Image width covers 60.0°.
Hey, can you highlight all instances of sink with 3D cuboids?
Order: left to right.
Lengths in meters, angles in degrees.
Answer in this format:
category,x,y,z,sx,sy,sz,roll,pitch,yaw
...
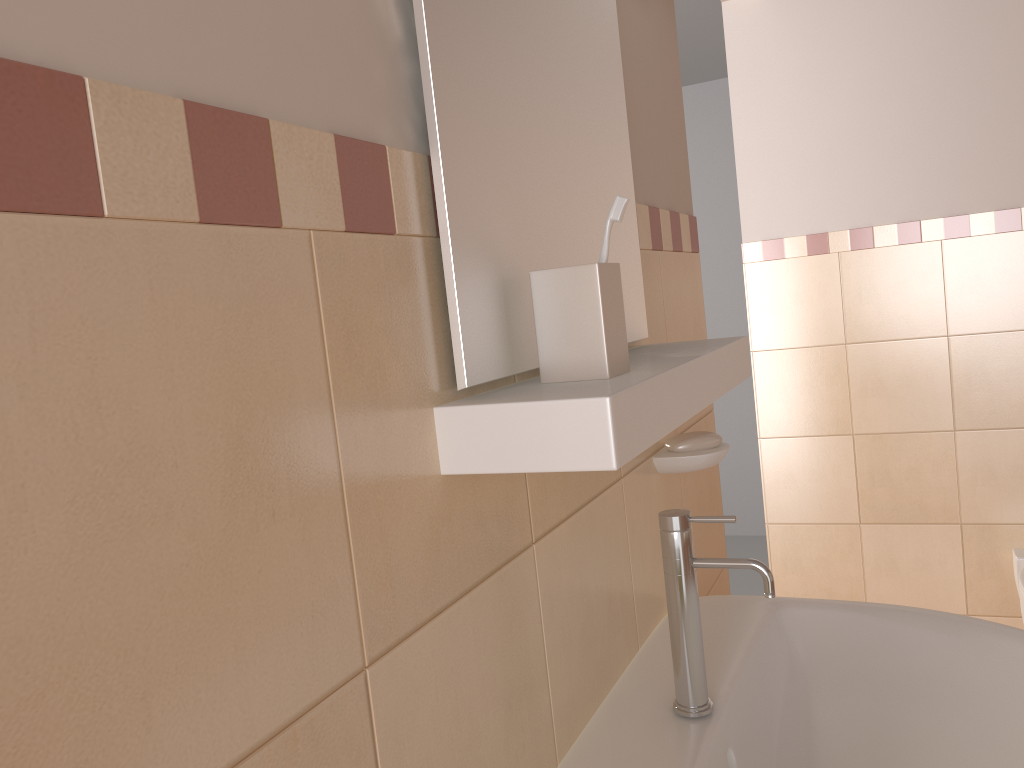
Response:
category,x,y,z,sx,sy,sz,roll,pitch,yaw
sink,0.339,0.369,0.812,0.539,0.516,0.683,-4,5,24

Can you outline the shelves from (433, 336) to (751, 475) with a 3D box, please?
category,x,y,z,sx,sy,sz,roll,pitch,yaw
shelves,0.116,0.004,0.863,0.138,0.050,0.554,-4,5,24

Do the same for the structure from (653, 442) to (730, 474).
category,x,y,z,sx,sy,sz,roll,pitch,yaw
structure,0.244,0.100,1.180,0.092,0.029,0.117,-4,5,24

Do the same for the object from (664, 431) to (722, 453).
category,x,y,z,sx,sy,sz,roll,pitch,yaw
object,0.241,0.078,1.180,0.075,0.023,0.050,-7,5,-11

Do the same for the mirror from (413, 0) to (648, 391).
category,x,y,z,sx,sy,sz,roll,pitch,yaw
mirror,0.022,-0.421,0.848,0.008,0.799,0.502,-4,5,24

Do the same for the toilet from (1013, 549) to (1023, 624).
category,x,y,z,sx,sy,sz,roll,pitch,yaw
toilet,1.462,0.662,2.169,0.375,0.400,0.534,-4,5,24

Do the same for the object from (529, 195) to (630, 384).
category,x,y,z,sx,sy,sz,roll,pitch,yaw
object,0.061,-0.080,0.738,0.073,0.149,0.063,-4,5,24
